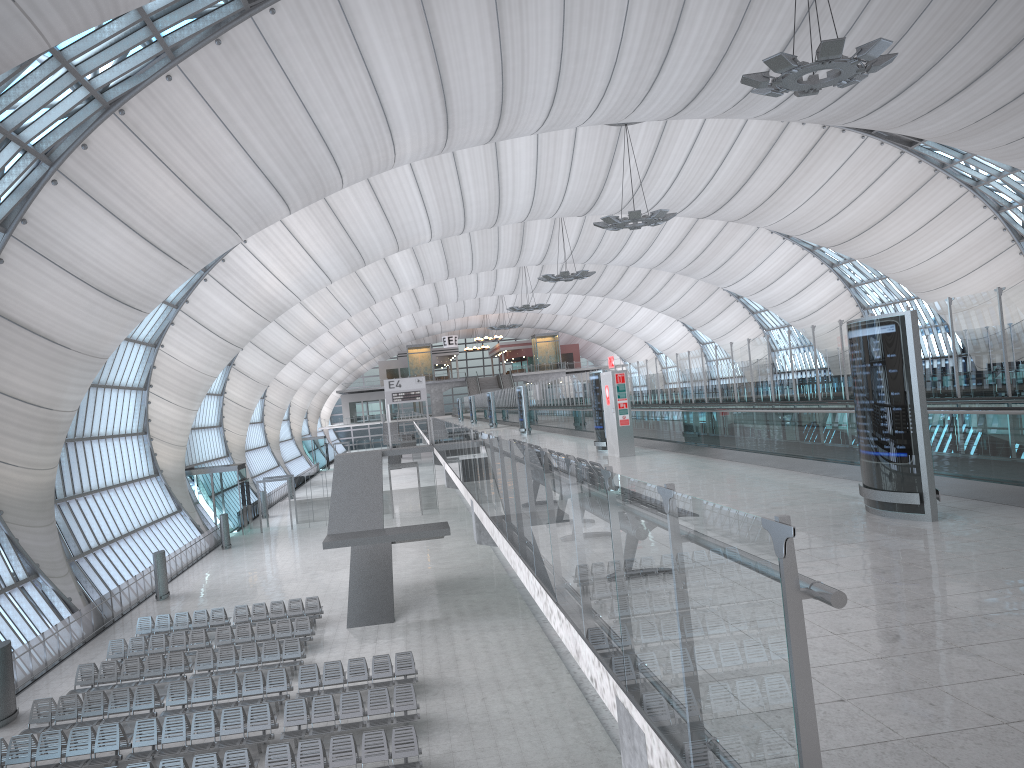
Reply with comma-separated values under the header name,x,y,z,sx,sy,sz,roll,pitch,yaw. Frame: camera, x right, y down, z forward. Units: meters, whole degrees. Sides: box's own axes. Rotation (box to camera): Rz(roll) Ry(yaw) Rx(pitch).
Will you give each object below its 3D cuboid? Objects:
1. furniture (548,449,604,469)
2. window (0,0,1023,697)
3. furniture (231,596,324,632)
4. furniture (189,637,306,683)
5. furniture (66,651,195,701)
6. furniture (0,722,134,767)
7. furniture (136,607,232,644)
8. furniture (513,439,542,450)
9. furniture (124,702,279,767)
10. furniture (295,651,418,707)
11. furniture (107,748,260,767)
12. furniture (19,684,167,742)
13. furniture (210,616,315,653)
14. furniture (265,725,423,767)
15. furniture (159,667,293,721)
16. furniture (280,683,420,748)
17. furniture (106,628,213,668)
name,x,y,z,sx,sy,sz,roll,pitch,yaw
furniture,0.889,1.035,7.723,0.713,0.902,2.520,-5,-1,-7
window,1.926,-2.301,79.279,50.537,20.004,167.818,-5,-1,-7
furniture,-7.236,7.169,27.406,2.705,0.913,1.572,-5,-1,-7
furniture,-6.636,7.030,22.454,2.705,0.913,1.572,-5,-1,-7
furniture,-9.447,7.292,22.106,2.705,0.913,1.572,-5,-1,-7
furniture,-8.837,7.150,17.073,2.705,0.913,1.572,-5,-1,-7
furniture,-10.048,7.432,27.058,2.705,0.913,1.572,-5,-1,-7
furniture,0.542,1.118,10.724,0.713,0.902,2.520,-5,-1,-7
furniture,-6.025,6.888,17.421,2.705,0.913,1.572,-5,-1,-7
furniture,-3.502,6.693,20.153,2.705,0.913,1.572,-5,-1,-7
furniture,-5.736,6.821,15.038,2.705,0.913,1.572,-5,-1,-7
furniture,-9.126,7.217,19.456,2.705,0.913,1.572,-5,-1,-7
furniture,-6.918,7.096,24.786,2.705,0.913,1.572,-5,-1,-7
furniture,-2.924,6.559,15.387,2.705,0.913,1.572,-5,-1,-7
furniture,-6.314,6.955,19.804,2.705,0.913,1.572,-5,-1,-7
furniture,-3.213,6.626,17.770,2.705,0.913,1.572,-5,-1,-7
furniture,-9.730,7.358,24.437,2.705,0.913,1.572,-5,-1,-7
